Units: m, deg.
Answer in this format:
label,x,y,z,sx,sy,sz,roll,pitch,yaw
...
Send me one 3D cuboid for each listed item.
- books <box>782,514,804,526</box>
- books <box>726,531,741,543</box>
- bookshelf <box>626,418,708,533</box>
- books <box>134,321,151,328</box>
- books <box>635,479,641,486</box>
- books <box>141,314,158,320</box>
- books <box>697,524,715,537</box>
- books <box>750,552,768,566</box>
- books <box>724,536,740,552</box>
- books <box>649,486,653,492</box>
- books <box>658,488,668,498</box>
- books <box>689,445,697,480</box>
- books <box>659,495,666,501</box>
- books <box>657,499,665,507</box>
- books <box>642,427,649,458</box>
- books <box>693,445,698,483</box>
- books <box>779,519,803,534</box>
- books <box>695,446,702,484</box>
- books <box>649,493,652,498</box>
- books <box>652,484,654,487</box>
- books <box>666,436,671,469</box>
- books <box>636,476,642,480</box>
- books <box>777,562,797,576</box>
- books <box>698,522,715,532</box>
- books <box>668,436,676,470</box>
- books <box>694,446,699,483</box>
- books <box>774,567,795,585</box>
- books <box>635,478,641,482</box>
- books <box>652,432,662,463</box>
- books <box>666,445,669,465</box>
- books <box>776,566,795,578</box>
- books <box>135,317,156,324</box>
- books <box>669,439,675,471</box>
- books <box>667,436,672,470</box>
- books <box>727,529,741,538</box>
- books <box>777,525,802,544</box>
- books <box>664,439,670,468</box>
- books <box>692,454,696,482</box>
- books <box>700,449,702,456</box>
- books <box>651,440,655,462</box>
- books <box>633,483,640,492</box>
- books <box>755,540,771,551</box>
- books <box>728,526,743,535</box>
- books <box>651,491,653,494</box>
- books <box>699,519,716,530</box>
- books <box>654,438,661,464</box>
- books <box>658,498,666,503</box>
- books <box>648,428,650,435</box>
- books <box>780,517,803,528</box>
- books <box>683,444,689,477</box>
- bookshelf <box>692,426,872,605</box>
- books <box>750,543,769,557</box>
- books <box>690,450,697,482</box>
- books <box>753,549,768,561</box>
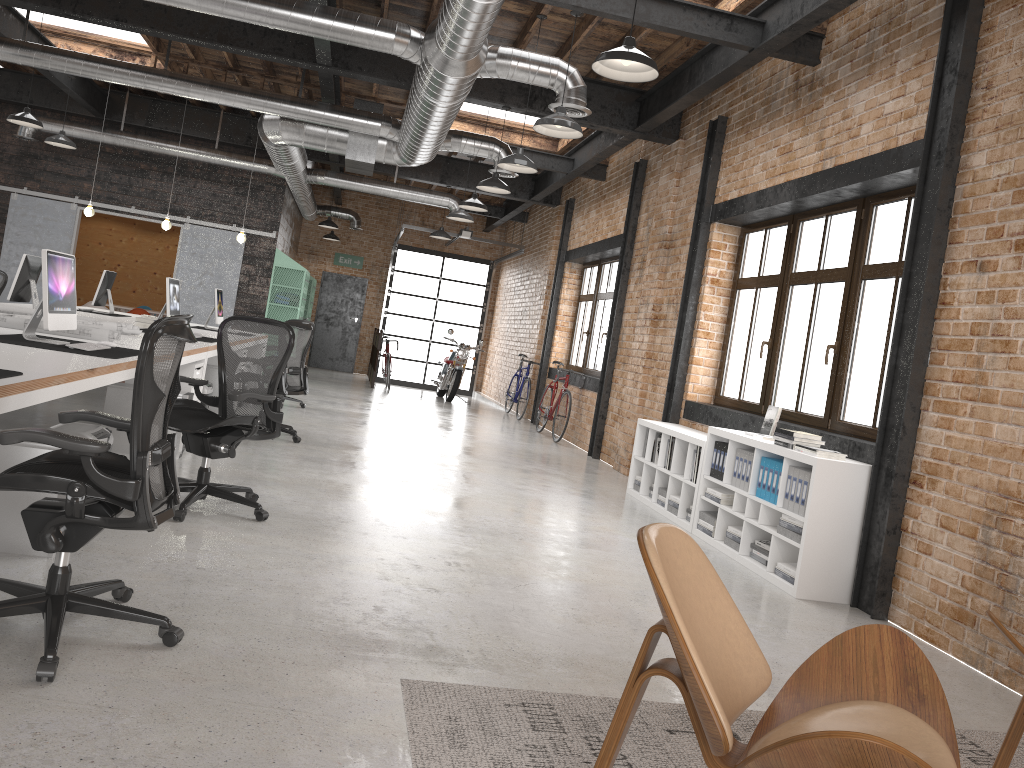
label,x,y,z,sx,sy,sz,roll,pitch,yaw
books,1.746,0.801,5.208,0.214,0.052,0.252,9,2,-10
books,1.586,1.032,5.930,0.206,0.067,0.276,9,2,-11
bookshelf,1.423,0.734,7.315,0.399,0.684,1.547,9,2,-11
books,-3.431,-0.553,8.352,0.200,0.050,0.272,9,2,-13
books,1.233,0.891,7.881,0.206,0.067,0.276,9,2,-11
books,-3.414,-0.630,8.369,0.152,0.030,0.185,9,2,-13
books,1.479,1.052,6.360,0.206,0.061,0.275,9,2,-11
books,1.656,1.117,5.636,0.183,0.049,0.262,9,2,-10
books,1.582,1.083,5.938,0.216,0.072,0.290,9,2,-11
books,1.329,0.921,7.589,0.222,0.055,0.282,9,2,-10
books,1.354,0.911,7.277,0.216,0.078,0.291,9,2,-11
books,1.513,0.629,6.829,0.258,0.305,0.040,9,0,-5
books,1.347,0.947,7.258,0.214,0.046,0.252,9,2,-10
books,1.336,0.990,7.270,0.206,0.061,0.275,9,2,-11
books,1.334,0.526,7.994,0.259,0.351,0.065,9,0,-5
books,1.521,0.609,6.744,0.258,0.355,0.049,9,0,-5
books,1.735,0.843,5.219,0.206,0.067,0.276,9,2,-11
books,1.532,0.613,6.691,0.271,0.354,0.063,9,0,-5
books,1.303,0.975,7.587,0.183,0.049,0.262,9,2,-10
books,1.334,0.890,7.565,0.198,0.054,0.240,9,2,-10
books,1.426,0.566,7.361,0.258,0.355,0.049,9,0,-5
books,1.244,0.848,7.870,0.214,0.052,0.252,9,2,-10
books,1.718,1.096,5.208,0.214,0.046,0.252,9,2,-10
books,1.487,1.027,6.353,0.218,0.034,0.260,9,2,-10
books,1.437,0.571,7.308,0.271,0.354,0.063,9,0,-5
books,1.527,0.612,6.721,0.258,0.353,0.070,9,0,-5
books,1.706,1.139,5.219,0.206,0.061,0.275,9,2,-11
books,1.241,0.866,7.874,0.218,0.039,0.261,9,2,-10
books,1.346,0.575,7.707,0.221,0.283,0.061,9,0,-5
books,1.372,0.616,7.372,0.162,0.240,0.054,9,0,-5
books,1.715,1.114,5.212,0.218,0.034,0.260,9,2,-10
books,-3.404,-0.597,8.371,0.193,0.044,0.257,9,2,7
books,1.417,0.605,7.274,0.221,0.283,0.061,9,0,-5
books,1.432,0.570,7.338,0.258,0.353,0.070,9,0,-5
books,1.594,1.007,5.923,0.218,0.039,0.261,9,2,-10
books,1.732,0.894,5.227,0.216,0.072,0.290,9,2,-11
books,1.376,0.604,7.403,0.182,0.262,0.056,9,0,-5
books,1.467,0.658,6.754,0.162,0.240,0.054,9,0,-5
books,1.512,0.648,6.656,0.221,0.283,0.061,9,0,-5
books,1.366,0.541,7.741,0.271,0.354,0.063,9,0,-5
books,1.230,0.941,7.889,0.216,0.072,0.290,9,2,-11
books,1.687,1.031,5.613,0.198,0.054,0.240,9,2,-10
books,1.597,0.989,5.919,0.214,0.052,0.252,9,2,-10
books,1.303,0.946,7.573,0.163,0.047,0.239,9,2,-10
books,1.490,1.010,6.349,0.214,0.046,0.252,9,2,-10
books,1.345,0.598,7.672,0.197,0.240,0.058,9,0,-5
books,1.344,0.965,7.262,0.218,0.034,0.260,9,2,-10
books,1.336,0.538,7.932,0.249,0.333,0.060,9,0,-5
books,1.743,0.818,5.212,0.218,0.039,0.261,9,2,-10
books,1.500,0.598,6.944,0.259,0.351,0.065,9,0,-5
bookshelf,1.716,0.789,5.788,0.399,0.800,1.547,9,2,-11
books,1.681,1.063,5.638,0.222,0.055,0.282,9,2,-10
books,1.471,0.646,6.786,0.182,0.262,0.056,9,0,-5
books,1.655,1.088,5.621,0.163,0.047,0.239,9,2,-10
